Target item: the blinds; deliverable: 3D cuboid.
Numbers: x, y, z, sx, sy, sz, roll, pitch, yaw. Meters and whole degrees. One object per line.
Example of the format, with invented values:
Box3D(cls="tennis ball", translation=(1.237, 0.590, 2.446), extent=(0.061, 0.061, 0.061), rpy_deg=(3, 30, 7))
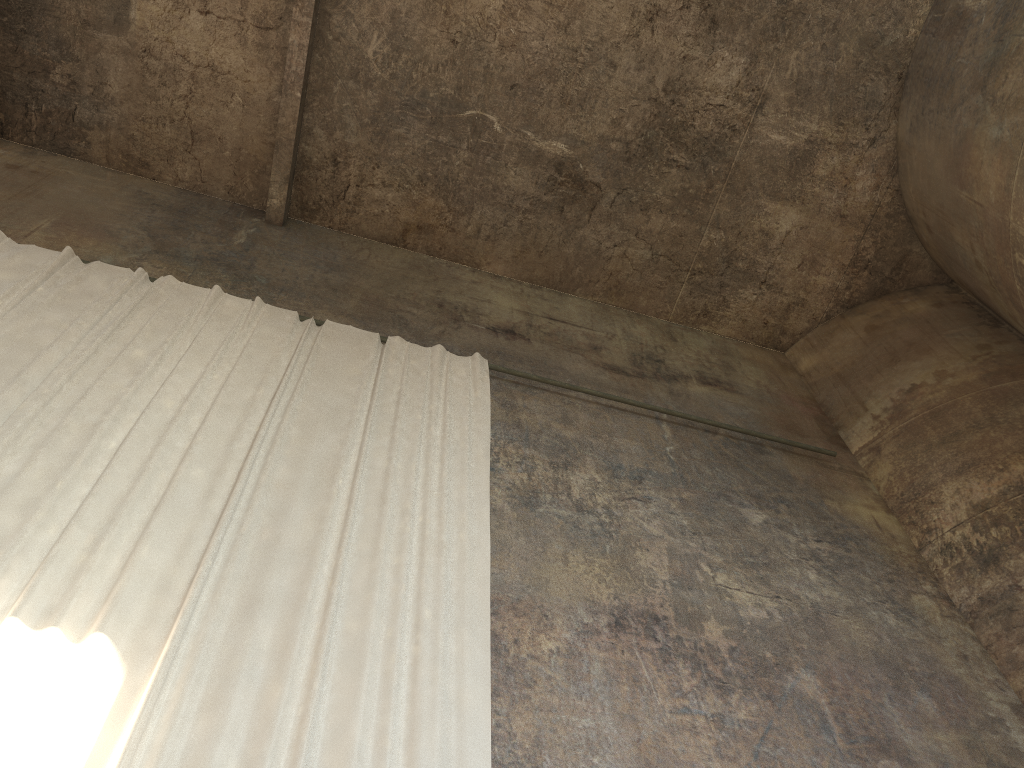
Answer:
Box3D(cls="blinds", translation=(-3.827, 0.757, 3.770), extent=(7.859, 8.129, 0.290), rpy_deg=(13, -63, -9))
